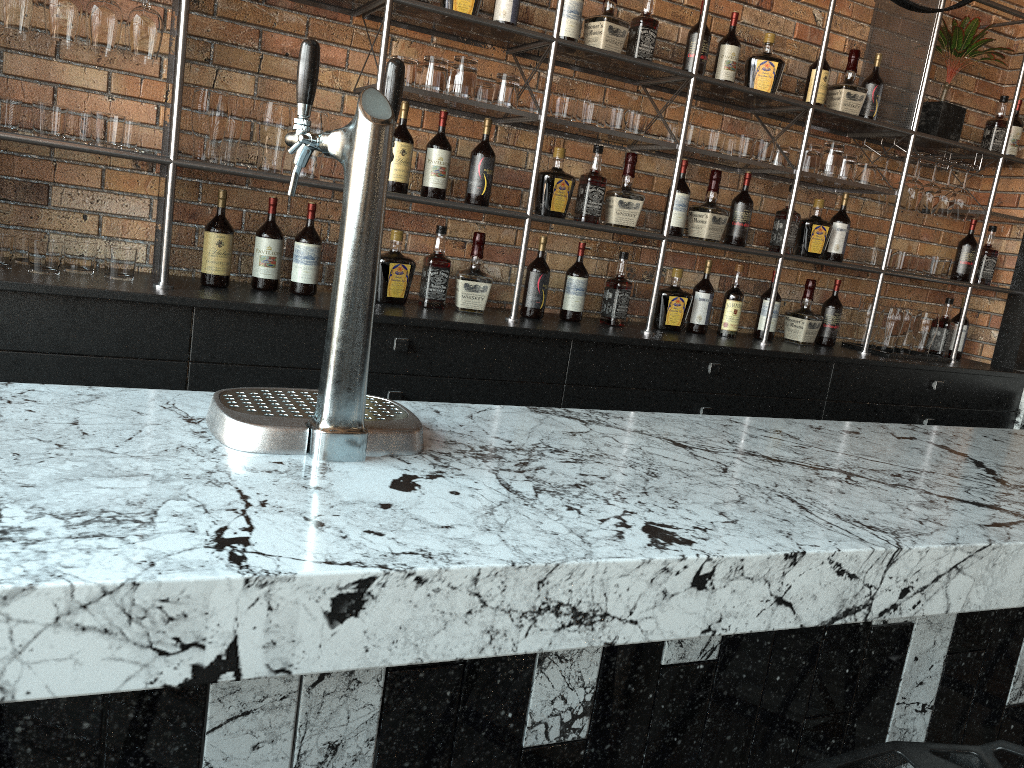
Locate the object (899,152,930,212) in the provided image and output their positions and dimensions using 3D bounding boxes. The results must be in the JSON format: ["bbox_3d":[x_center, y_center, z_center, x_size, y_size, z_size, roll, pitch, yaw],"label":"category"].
[{"bbox_3d":[1.722,-0.863,3.797,0.092,0.244,0.092,11,11,12],"label":"object"}]

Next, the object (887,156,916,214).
[{"bbox_3d":[1.750,-0.895,3.991,0.092,0.244,0.092,11,11,12],"label":"object"}]

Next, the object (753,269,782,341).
[{"bbox_3d":[1.087,-0.334,3.739,0.086,0.298,0.086,13,11,21],"label":"object"}]

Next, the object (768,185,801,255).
[{"bbox_3d":[1.137,-0.678,3.666,0.083,0.282,0.083,-1,14,-41],"label":"object"}]

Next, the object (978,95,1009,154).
[{"bbox_3d":[2.224,-1.175,4.065,0.083,0.282,0.083,6,11,-12],"label":"object"}]

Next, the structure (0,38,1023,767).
[{"bbox_3d":[0.982,0.227,2.480,5.346,1.430,1.930,3,12,-27],"label":"structure"}]

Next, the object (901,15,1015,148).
[{"bbox_3d":[1.923,-1.320,3.842,0.398,0.560,0.374,16,13,35],"label":"object"}]

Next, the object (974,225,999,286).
[{"bbox_3d":[2.260,-0.612,4.228,0.083,0.282,0.083,5,11,-17],"label":"object"}]

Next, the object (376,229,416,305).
[{"bbox_3d":[-0.401,-0.394,2.992,0.151,0.248,0.094,1,13,-37],"label":"object"}]

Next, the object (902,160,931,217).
[{"bbox_3d":[1.838,-0.890,4.035,0.092,0.244,0.092,11,11,12],"label":"object"}]

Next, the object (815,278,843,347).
[{"bbox_3d":[1.402,-0.315,3.892,0.086,0.299,0.086,13,11,21],"label":"object"}]

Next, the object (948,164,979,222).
[{"bbox_3d":[2.001,-0.847,3.937,0.092,0.244,0.092,11,11,12],"label":"object"}]

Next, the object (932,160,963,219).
[{"bbox_3d":[1.908,-0.853,3.891,0.092,0.244,0.092,11,11,12],"label":"object"}]

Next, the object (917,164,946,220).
[{"bbox_3d":[1.931,-0.884,4.082,0.092,0.244,0.092,11,11,12],"label":"object"}]

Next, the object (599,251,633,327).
[{"bbox_3d":[0.406,-0.365,3.392,0.083,0.282,0.083,-1,14,-41],"label":"object"}]

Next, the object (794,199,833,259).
[{"bbox_3d":[1.272,-0.653,3.737,0.151,0.248,0.094,5,11,-18],"label":"object"}]

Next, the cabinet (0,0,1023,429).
[{"bbox_3d":[-0.557,-1.185,2.667,7.075,3.779,0.564,3,12,-27],"label":"cabinet"}]

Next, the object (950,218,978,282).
[{"bbox_3d":[2.139,-0.629,4.169,0.086,0.299,0.086,13,11,21],"label":"object"}]

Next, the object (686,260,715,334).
[{"bbox_3d":[0.771,-0.353,3.588,0.086,0.298,0.086,13,11,21],"label":"object"}]

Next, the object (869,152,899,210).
[{"bbox_3d":[1.652,-0.901,3.942,0.092,0.244,0.092,11,11,12],"label":"object"}]

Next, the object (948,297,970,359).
[{"bbox_3d":[2.156,-0.272,4.281,0.086,0.298,0.086,13,11,21],"label":"object"}]

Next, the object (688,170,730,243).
[{"bbox_3d":[0.775,-0.695,3.470,0.123,0.279,0.123,1,13,-38],"label":"object"}]

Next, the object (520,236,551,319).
[{"bbox_3d":[0.093,-0.386,3.205,0.086,0.297,0.086,10,10,7],"label":"object"}]

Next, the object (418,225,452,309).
[{"bbox_3d":[-0.260,-0.404,3.058,0.083,0.282,0.083,3,12,-27],"label":"object"}]

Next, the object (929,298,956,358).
[{"bbox_3d":[2.049,-0.268,4.215,0.083,0.282,0.083,-1,14,-41],"label":"object"}]

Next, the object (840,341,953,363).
[{"bbox_3d":[1.747,-0.145,4.037,0.437,0.019,0.273,3,12,-27],"label":"object"}]

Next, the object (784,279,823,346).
[{"bbox_3d":[1.256,-0.310,3.803,0.123,0.279,0.123,1,13,-38],"label":"object"}]

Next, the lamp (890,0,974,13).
[{"bbox_3d":[0.763,-1.444,1.240,0.340,1.754,0.340,12,11,19],"label":"lamp"}]

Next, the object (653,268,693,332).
[{"bbox_3d":[0.636,-0.333,3.511,0.151,0.248,0.094,5,11,-18],"label":"object"}]

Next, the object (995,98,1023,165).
[{"bbox_3d":[2.339,-1.182,4.150,0.086,0.298,0.086,14,12,26],"label":"object"}]

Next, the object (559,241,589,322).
[{"bbox_3d":[0.241,-0.384,3.315,0.086,0.298,0.086,13,11,21],"label":"object"}]

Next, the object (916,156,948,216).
[{"bbox_3d":[1.820,-0.858,3.847,0.092,0.244,0.092,11,11,12],"label":"object"}]

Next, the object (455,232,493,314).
[{"bbox_3d":[-0.131,-0.391,3.108,0.123,0.279,0.123,6,11,-13],"label":"object"}]

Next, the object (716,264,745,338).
[{"bbox_3d":[0.907,-0.342,3.641,0.080,0.299,0.080,4,11,-24],"label":"object"}]
